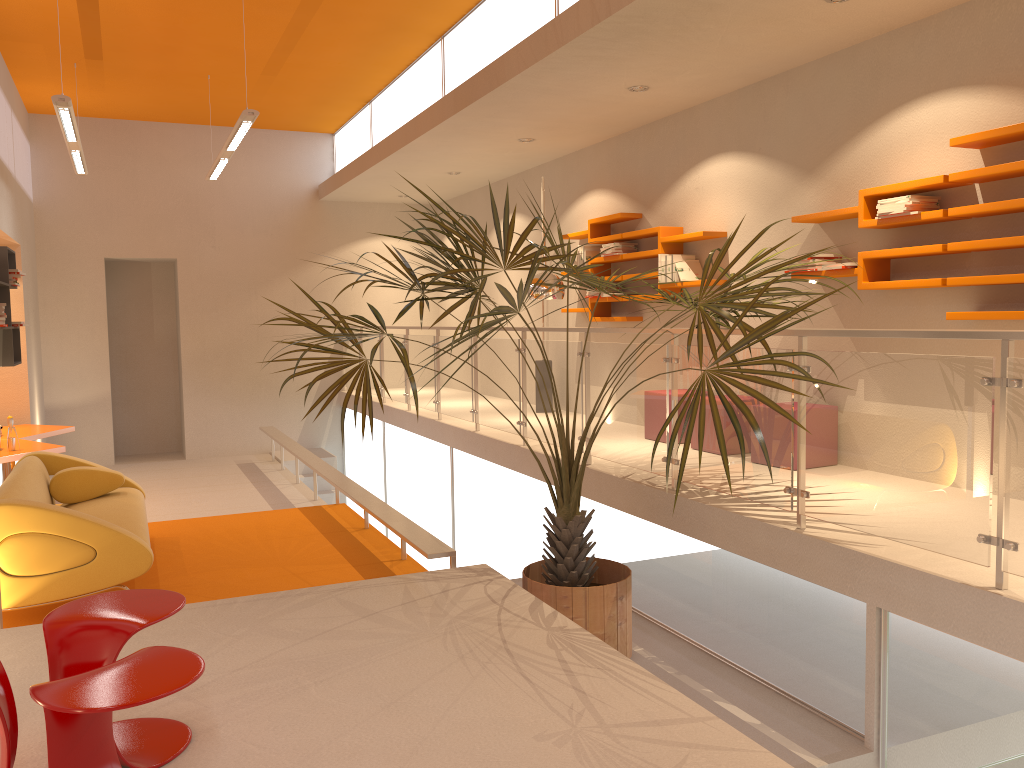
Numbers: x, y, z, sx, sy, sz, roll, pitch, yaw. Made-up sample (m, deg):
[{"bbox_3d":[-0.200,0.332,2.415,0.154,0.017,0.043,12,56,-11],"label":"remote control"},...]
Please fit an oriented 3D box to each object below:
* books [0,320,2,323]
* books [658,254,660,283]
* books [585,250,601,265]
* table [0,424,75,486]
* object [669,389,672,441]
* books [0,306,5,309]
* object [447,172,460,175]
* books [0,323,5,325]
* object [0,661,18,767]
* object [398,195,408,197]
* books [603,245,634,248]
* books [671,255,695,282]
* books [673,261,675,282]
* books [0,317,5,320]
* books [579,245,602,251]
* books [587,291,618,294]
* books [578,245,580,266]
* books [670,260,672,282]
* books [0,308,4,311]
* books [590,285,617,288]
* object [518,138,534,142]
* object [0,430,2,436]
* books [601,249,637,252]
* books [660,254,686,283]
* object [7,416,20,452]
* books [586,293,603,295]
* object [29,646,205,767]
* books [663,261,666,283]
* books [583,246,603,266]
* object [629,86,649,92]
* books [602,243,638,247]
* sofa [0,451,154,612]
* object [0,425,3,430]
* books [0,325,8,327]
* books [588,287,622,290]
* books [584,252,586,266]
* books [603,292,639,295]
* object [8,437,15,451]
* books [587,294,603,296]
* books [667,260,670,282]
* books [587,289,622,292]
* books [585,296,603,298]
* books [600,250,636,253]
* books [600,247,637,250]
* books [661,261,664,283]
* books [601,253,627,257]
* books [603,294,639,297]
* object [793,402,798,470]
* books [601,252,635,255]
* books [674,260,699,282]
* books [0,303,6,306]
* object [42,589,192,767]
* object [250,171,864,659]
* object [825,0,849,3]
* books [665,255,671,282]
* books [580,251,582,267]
[{"bbox_3d":[-3.069,-0.357,5.083,0.190,0.015,0.254,-2,4,-13],"label":"books"},{"bbox_3d":[1.273,-0.923,7.094,0.230,0.227,0.017,-3,5,-23],"label":"books"},{"bbox_3d":[0.783,-1.150,8.216,0.230,0.169,0.023,-3,5,-23],"label":"books"},{"bbox_3d":[-4.505,0.873,8.006,0.969,0.760,2.573,-3,5,-23],"label":"table"},{"bbox_3d":[1.299,0.244,6.908,0.390,0.377,0.390,-3,5,-23],"label":"object"},{"bbox_3d":[-3.213,-0.466,5.415,0.190,0.015,0.254,-3,5,-27],"label":"books"},{"bbox_3d":[-0.652,-2.380,9.933,0.143,0.059,0.143,2,5,38],"label":"object"},{"bbox_3d":[-3.072,-0.345,5.094,0.190,0.011,0.268,-1,4,-7],"label":"books"},{"bbox_3d":[-1.532,0.955,2.305,0.420,0.450,0.391,-3,5,-23],"label":"object"},{"bbox_3d":[-1.434,-2.500,11.717,0.143,0.059,0.143,2,5,38],"label":"object"},{"bbox_3d":[0.937,-1.208,7.815,0.190,0.015,0.254,-2,4,-17],"label":"books"},{"bbox_3d":[1.339,-0.903,6.930,0.207,0.210,0.021,-3,5,-23],"label":"books"},{"bbox_3d":[1.347,-0.876,6.918,0.207,0.156,0.009,-3,5,-23],"label":"books"},{"bbox_3d":[-3.068,-0.373,5.090,0.190,0.015,0.254,-1,4,-7],"label":"books"},{"bbox_3d":[0.739,-1.186,8.309,0.230,0.227,0.017,-3,5,-23],"label":"books"},{"bbox_3d":[0.824,-0.834,8.065,0.190,0.015,0.254,-3,5,-22],"label":"books"},{"bbox_3d":[0.725,-1.186,8.323,0.230,0.227,0.017,-3,5,-23],"label":"books"},{"bbox_3d":[1.341,-0.885,6.958,0.230,0.169,0.027,-3,5,-23],"label":"books"},{"bbox_3d":[-3.212,-0.451,5.408,0.190,0.015,0.254,-4,5,-32],"label":"books"},{"bbox_3d":[0.842,-0.881,8.050,0.226,0.017,0.230,-3,5,-23],"label":"books"},{"bbox_3d":[0.129,-2.259,8.151,0.143,0.059,0.143,2,5,38],"label":"object"},{"bbox_3d":[-4.793,0.469,8.048,0.250,0.049,0.349,-3,5,-23],"label":"object"},{"bbox_3d":[0.940,-1.175,7.799,0.254,0.015,0.190,-3,5,-22],"label":"books"},{"bbox_3d":[1.286,-0.922,7.080,0.230,0.227,0.017,-3,5,-23],"label":"books"},{"bbox_3d":[-4.087,0.399,7.223,0.088,0.288,0.101,2,5,36],"label":"object"},{"bbox_3d":[0.823,-0.819,8.074,0.190,0.015,0.254,-3,5,-27],"label":"books"},{"bbox_3d":[-0.986,0.951,2.244,0.420,0.450,0.391,2,5,36],"label":"object"},{"bbox_3d":[1.307,-0.891,7.037,0.230,0.169,0.027,-3,5,-23],"label":"books"},{"bbox_3d":[0.757,-1.172,8.236,0.207,0.210,0.021,-3,5,-23],"label":"books"},{"bbox_3d":[0.910,-2.139,6.369,0.143,0.059,0.143,2,5,38],"label":"object"},{"bbox_3d":[0.950,-1.225,7.815,0.230,0.017,0.227,-3,5,-23],"label":"books"},{"bbox_3d":[-2.815,0.892,5.648,0.929,0.706,2.081,-3,5,-23],"label":"sofa"},{"bbox_3d":[-4.789,0.420,8.047,0.262,0.049,0.349,-3,5,-23],"label":"object"},{"bbox_3d":[-3.071,-0.333,5.099,0.210,0.013,0.297,-2,4,-9],"label":"books"},{"bbox_3d":[0.841,-0.866,8.065,0.254,0.015,0.190,-2,4,-17],"label":"books"},{"bbox_3d":[0.765,-1.145,8.225,0.207,0.156,0.009,-3,5,-23],"label":"books"},{"bbox_3d":[0.959,-0.792,7.792,0.226,0.017,0.230,-3,5,-23],"label":"books"},{"bbox_3d":[-4.074,0.490,7.222,0.060,0.106,0.060,0,4,9],"label":"object"},{"bbox_3d":[0.829,-0.806,8.067,0.190,0.011,0.268,-3,5,-22],"label":"books"},{"bbox_3d":[1.322,-0.887,6.980,0.230,0.169,0.027,-3,5,-23],"label":"books"},{"bbox_3d":[0.837,-0.850,8.066,0.230,0.017,0.227,-3,5,-28],"label":"books"},{"bbox_3d":[0.830,-0.793,8.064,0.210,0.013,0.297,-3,5,-23],"label":"books"},{"bbox_3d":[0.932,-1.160,7.800,0.254,0.015,0.190,-3,5,-27],"label":"books"},{"bbox_3d":[0.938,-1.192,7.811,0.227,0.017,0.230,-3,5,-28],"label":"books"},{"bbox_3d":[1.288,-0.892,7.059,0.230,0.169,0.027,-3,5,-23],"label":"books"},{"bbox_3d":[0.949,-1.135,7.804,0.210,0.013,0.297,-3,5,-23],"label":"books"},{"bbox_3d":[0.958,-0.777,7.807,0.254,0.015,0.190,-2,4,-17],"label":"books"},{"bbox_3d":[1.821,0.325,5.718,0.390,0.377,0.390,-3,5,-28],"label":"object"},{"bbox_3d":[0.941,-1.147,7.806,0.268,0.011,0.190,-3,5,-22],"label":"books"},{"bbox_3d":[1.365,-0.882,6.909,0.230,0.169,0.023,-3,5,-23],"label":"books"},{"bbox_3d":[-3.226,-0.482,5.410,0.230,0.017,0.226,-4,5,-33],"label":"books"},{"bbox_3d":[-1.216,0.917,2.743,0.391,0.450,0.420,0,4,6],"label":"object"},{"bbox_3d":[0.335,0.143,4.365,3.098,2.600,3.241,-2,4,-15],"label":"object"},{"bbox_3d":[1.692,-2.018,4.586,0.143,0.059,0.143,-5,6,-40],"label":"object"},{"bbox_3d":[1.305,-0.909,7.008,0.207,0.210,0.021,-3,5,-23],"label":"books"},{"bbox_3d":[0.741,-1.155,8.287,0.230,0.169,0.027,-3,5,-23],"label":"books"}]
